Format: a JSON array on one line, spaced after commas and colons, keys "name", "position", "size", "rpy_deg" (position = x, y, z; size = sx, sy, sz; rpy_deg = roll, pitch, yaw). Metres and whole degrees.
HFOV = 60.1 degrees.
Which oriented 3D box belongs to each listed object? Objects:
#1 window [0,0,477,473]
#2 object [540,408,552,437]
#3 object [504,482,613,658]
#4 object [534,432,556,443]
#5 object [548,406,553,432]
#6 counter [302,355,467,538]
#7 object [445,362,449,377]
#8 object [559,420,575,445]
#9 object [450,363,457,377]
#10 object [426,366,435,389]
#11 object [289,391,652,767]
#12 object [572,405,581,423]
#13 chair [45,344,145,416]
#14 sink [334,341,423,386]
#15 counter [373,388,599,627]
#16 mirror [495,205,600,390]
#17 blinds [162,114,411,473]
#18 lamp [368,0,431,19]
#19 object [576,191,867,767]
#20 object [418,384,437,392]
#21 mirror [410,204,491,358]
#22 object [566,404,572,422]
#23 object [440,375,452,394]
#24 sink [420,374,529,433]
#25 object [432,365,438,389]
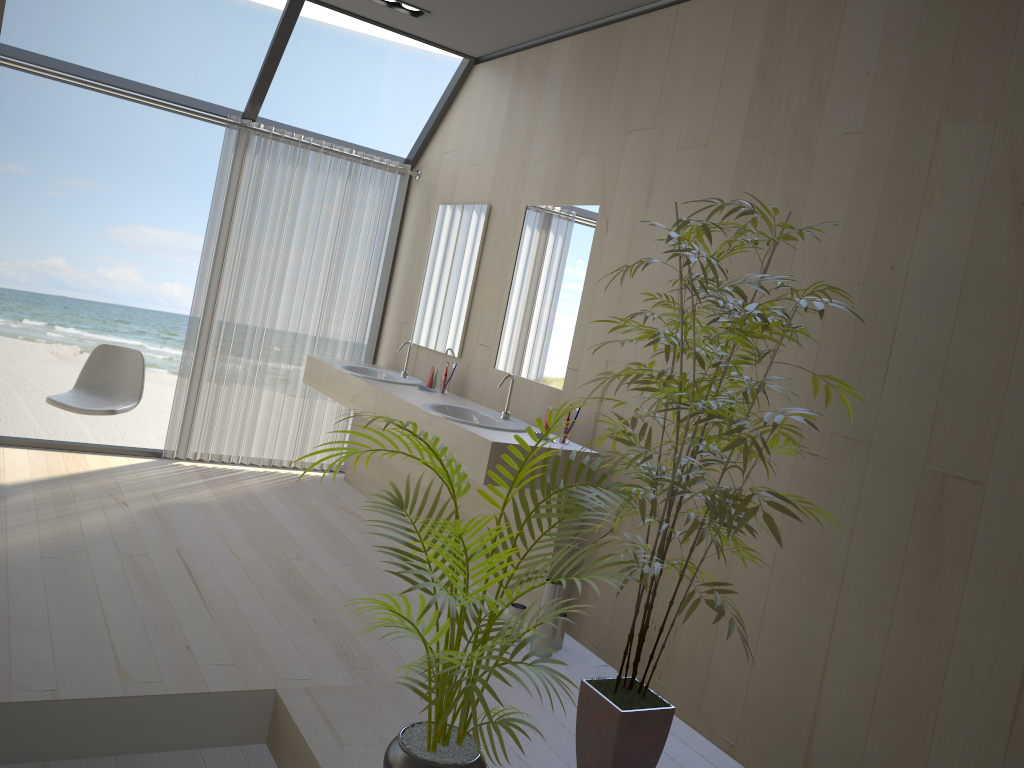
[{"name": "window", "position": [-2.586, -1.012, 4.549], "size": [4.540, 2.809, 0.750], "rpy_deg": [9, 2, -31]}, {"name": "object", "position": [0.152, 0.174, 3.877], "size": [0.039, 0.134, 0.039], "rpy_deg": [12, 2, 10]}, {"name": "object", "position": [0.237, 0.702, 3.575], "size": [0.405, 0.748, 0.276], "rpy_deg": [9, 2, -43]}, {"name": "object", "position": [0.139, 0.228, 3.798], "size": [0.104, 0.029, 0.032], "rpy_deg": [12, 3, 9]}, {"name": "object", "position": [0.162, 0.167, 3.991], "size": [0.039, 0.134, 0.039], "rpy_deg": [12, 2, 10]}, {"name": "counter", "position": [-0.826, 0.340, 5.185], "size": [0.548, 0.789, 1.214], "rpy_deg": [10, 4, -31]}, {"name": "object", "position": [-0.365, -0.033, 4.831], "size": [0.012, 0.178, 0.050], "rpy_deg": [12, 1, 8]}, {"name": "object", "position": [0.233, 0.213, 3.826], "size": [0.058, 0.100, 0.059], "rpy_deg": [11, 2, -21]}, {"name": "object", "position": [-0.345, -0.030, 4.861], "size": [0.053, 0.175, 0.012], "rpy_deg": [11, 1, -6]}, {"name": "object", "position": [-0.450, -0.031, 4.913], "size": [0.039, 0.134, 0.038], "rpy_deg": [12, 2, 17]}, {"name": "object", "position": [-0.150, 0.513, 2.176], "size": [0.916, 1.155, 0.752], "rpy_deg": [11, 2, 2]}, {"name": "object", "position": [0.257, 0.175, 3.826], "size": [0.053, 0.175, 0.012], "rpy_deg": [11, 1, -6]}, {"name": "chair", "position": [-2.195, -0.021, 4.731], "size": [0.369, 0.347, 0.455], "rpy_deg": [11, 3, -3]}, {"name": "sink", "position": [-0.768, -0.066, 5.123], "size": [0.502, 0.418, 0.577], "rpy_deg": [10, 4, -28]}, {"name": "counter", "position": [-0.225, 0.545, 4.149], "size": [0.548, 0.789, 1.214], "rpy_deg": [10, 4, -31]}, {"name": "mirror", "position": [0.166, -0.447, 4.340], "size": [0.023, 0.867, 0.658], "rpy_deg": [11, 2, -31]}, {"name": "blinds", "position": [-1.383, -0.504, 5.551], "size": [1.177, 2.067, 0.084], "rpy_deg": [10, 2, -31]}, {"name": "lamp", "position": [-0.586, -2.042, 4.660], "size": [0.299, 0.112, 0.165], "rpy_deg": [9, 4, -31]}, {"name": "object", "position": [0.517, 0.321, 2.589], "size": [0.786, 1.754, 0.938], "rpy_deg": [11, 2, -6]}, {"name": "object", "position": [-0.463, 0.023, 4.833], "size": [0.104, 0.029, 0.032], "rpy_deg": [12, 3, 9]}, {"name": "mirror", "position": [-0.374, -0.627, 5.216], "size": [0.023, 0.867, 0.658], "rpy_deg": [11, 2, -31]}, {"name": "object", "position": [0.237, 0.172, 3.795], "size": [0.012, 0.178, 0.050], "rpy_deg": [12, 1, 8]}, {"name": "object", "position": [-0.369, 0.007, 4.861], "size": [0.058, 0.100, 0.059], "rpy_deg": [10, 2, -24]}, {"name": "sink", "position": [-0.166, 0.139, 4.087], "size": [0.502, 0.418, 0.577], "rpy_deg": [10, 4, -28]}, {"name": "object", "position": [-0.440, -0.039, 5.026], "size": [0.039, 0.134, 0.038], "rpy_deg": [12, 2, 17]}]
